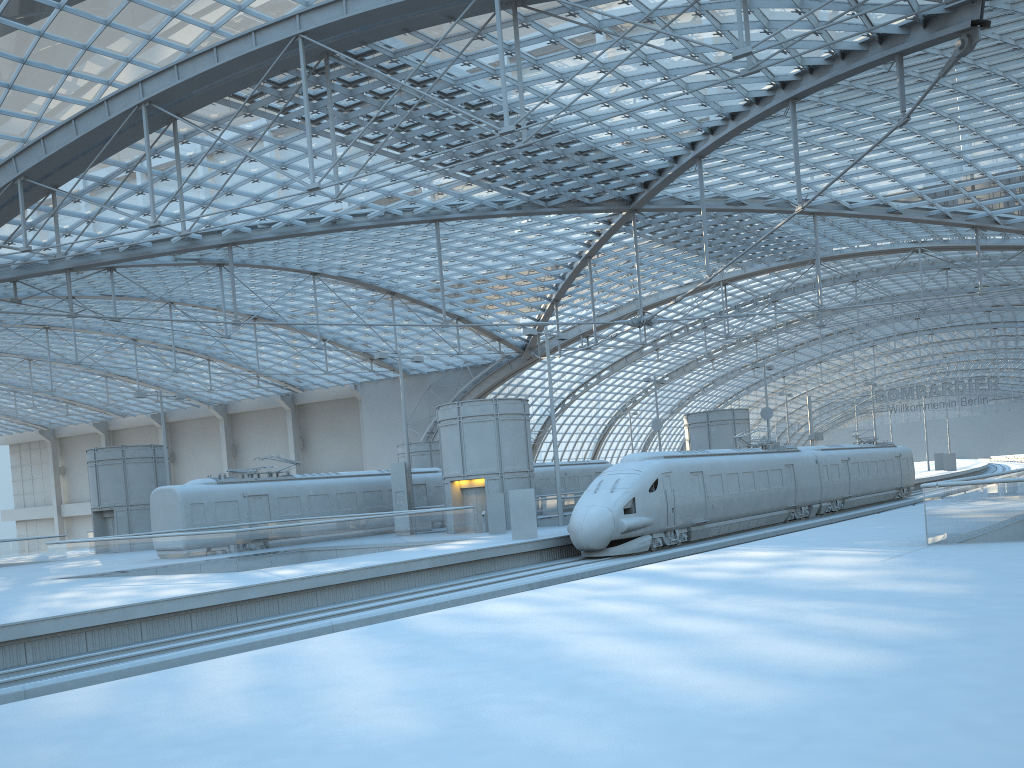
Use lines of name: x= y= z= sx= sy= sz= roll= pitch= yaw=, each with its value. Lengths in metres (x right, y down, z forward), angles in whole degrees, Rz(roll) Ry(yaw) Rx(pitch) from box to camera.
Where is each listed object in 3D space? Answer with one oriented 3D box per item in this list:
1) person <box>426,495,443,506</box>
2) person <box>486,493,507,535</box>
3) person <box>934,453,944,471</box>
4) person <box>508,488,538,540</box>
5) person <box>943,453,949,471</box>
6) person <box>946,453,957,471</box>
person: x=-3.675 y=6.255 z=42.597 sx=0.829 sy=1.737 sz=0.001 roll=-5 pitch=1 yaw=12
person: x=-0.589 y=5.004 z=33.732 sx=0.712 sy=1.616 sz=0.001 roll=-5 pitch=1 yaw=17
person: x=43.723 y=7.985 z=90.076 sx=0.905 sy=1.804 sz=0.001 roll=-5 pitch=1 yaw=33
person: x=0.393 y=4.359 z=29.299 sx=0.877 sy=1.710 sz=0.001 roll=-5 pitch=1 yaw=12
person: x=42.547 y=7.624 z=85.661 sx=0.880 sy=1.710 sz=0.001 roll=-5 pitch=0 yaw=38
person: x=41.137 y=7.351 z=82.267 sx=0.831 sy=1.736 sz=0.001 roll=-5 pitch=0 yaw=38
